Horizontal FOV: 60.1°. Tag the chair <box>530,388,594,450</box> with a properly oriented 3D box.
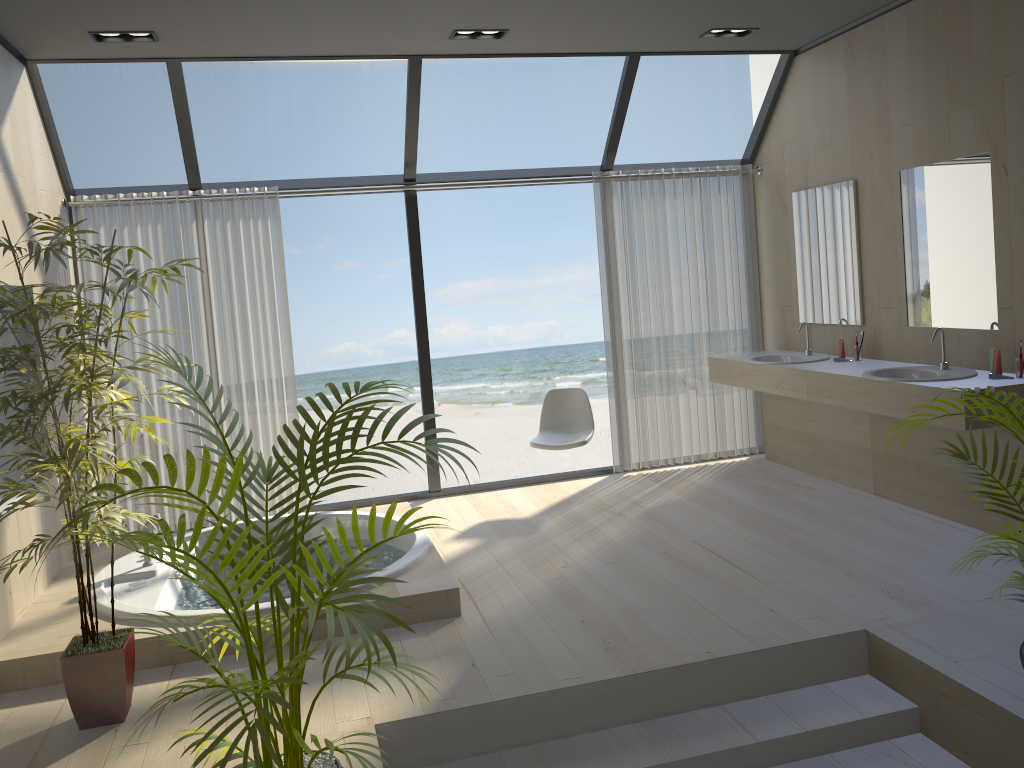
[{"bbox_3d":[0.322,0.225,5.661,0.368,0.346,0.456,-3,5,15],"label":"chair"}]

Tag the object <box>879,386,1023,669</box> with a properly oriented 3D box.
[{"bbox_3d":[1.579,0.393,2.615,0.915,1.153,0.754,-3,4,20],"label":"object"}]

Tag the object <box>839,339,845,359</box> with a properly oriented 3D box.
[{"bbox_3d":[1.985,-0.205,5.330,0.039,0.134,0.039,-2,4,35],"label":"object"}]

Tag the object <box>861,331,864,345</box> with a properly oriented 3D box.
[{"bbox_3d":[2.066,-0.226,5.251,0.054,0.174,0.012,-4,3,11],"label":"object"}]

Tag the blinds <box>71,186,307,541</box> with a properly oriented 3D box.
[{"bbox_3d":[-1.951,-0.143,5.431,1.184,2.063,0.084,-5,3,-14],"label":"blinds"}]

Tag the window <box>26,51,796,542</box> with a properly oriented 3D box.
[{"bbox_3d":[-0.349,-0.632,5.623,4.566,2.804,0.747,-6,4,-14],"label":"window"}]

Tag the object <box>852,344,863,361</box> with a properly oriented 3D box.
[{"bbox_3d":[2.054,-0.185,5.256,0.058,0.100,0.058,-5,4,-7],"label":"object"}]

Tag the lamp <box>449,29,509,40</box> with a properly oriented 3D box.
[{"bbox_3d":[-0.184,-1.952,4.812,0.301,0.111,0.164,-6,6,-14],"label":"lamp"}]

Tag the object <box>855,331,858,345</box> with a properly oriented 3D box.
[{"bbox_3d":[2.038,-0.223,5.227,0.012,0.177,0.050,-3,4,25],"label":"object"}]

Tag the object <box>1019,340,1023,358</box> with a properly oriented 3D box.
[{"bbox_3d":[2.335,-0.112,4.059,0.012,0.177,0.050,-3,4,25],"label":"object"}]

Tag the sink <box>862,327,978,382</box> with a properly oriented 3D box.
[{"bbox_3d":[2.042,-0.064,4.455,0.504,0.418,0.576,-5,5,-10],"label":"sink"}]

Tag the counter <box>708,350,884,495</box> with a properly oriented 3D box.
[{"bbox_3d":[1.814,0.229,5.690,0.551,0.788,1.209,-5,6,-14],"label":"counter"}]

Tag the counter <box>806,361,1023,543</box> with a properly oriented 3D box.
[{"bbox_3d":[2.111,0.339,4.522,0.551,0.788,1.209,-5,6,-14],"label":"counter"}]

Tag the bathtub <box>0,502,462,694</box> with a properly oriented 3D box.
[{"bbox_3d":[-1.300,0.950,4.332,1.823,0.696,1.652,-6,6,-14],"label":"bathtub"}]

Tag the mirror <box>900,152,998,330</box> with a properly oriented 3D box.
[{"bbox_3d":[2.274,-0.723,4.615,0.023,0.865,0.655,-5,4,-14],"label":"mirror"}]

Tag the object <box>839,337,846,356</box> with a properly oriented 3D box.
[{"bbox_3d":[2.026,-0.220,5.436,0.039,0.134,0.039,-2,4,35],"label":"object"}]

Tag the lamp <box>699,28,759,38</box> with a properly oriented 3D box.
[{"bbox_3d":[1.266,-2.105,5.176,0.301,0.111,0.164,-6,6,-14],"label":"lamp"}]

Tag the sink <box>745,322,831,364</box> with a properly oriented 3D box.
[{"bbox_3d":[1.745,-0.175,5.623,0.504,0.418,0.576,-5,5,-10],"label":"sink"}]

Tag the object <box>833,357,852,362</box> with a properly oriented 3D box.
[{"bbox_3d":[1.963,-0.146,5.257,0.104,0.029,0.033,-1,6,26],"label":"object"}]

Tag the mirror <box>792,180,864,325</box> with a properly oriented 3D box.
[{"bbox_3d":[1.992,-0.815,5.612,0.023,0.865,0.655,-5,4,-14],"label":"mirror"}]

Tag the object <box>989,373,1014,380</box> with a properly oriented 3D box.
[{"bbox_3d":[2.260,-0.035,4.088,0.104,0.029,0.033,-1,6,26],"label":"object"}]

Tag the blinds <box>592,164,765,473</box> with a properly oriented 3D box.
[{"bbox_3d":[1.194,-0.475,6.221,1.184,2.063,0.084,-5,3,-14],"label":"blinds"}]

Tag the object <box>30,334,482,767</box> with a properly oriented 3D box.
[{"bbox_3d":[-0.532,0.517,2.172,1.068,1.341,0.874,-7,5,-25],"label":"object"}]

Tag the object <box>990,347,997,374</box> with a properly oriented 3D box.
[{"bbox_3d":[2.323,-0.110,4.267,0.039,0.134,0.039,-3,4,27],"label":"object"}]

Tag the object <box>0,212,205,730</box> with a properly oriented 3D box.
[{"bbox_3d":[-1.541,0.297,3.025,0.786,1.750,0.939,-4,4,11],"label":"object"}]

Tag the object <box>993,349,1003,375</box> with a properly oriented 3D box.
[{"bbox_3d":[2.282,-0.094,4.162,0.039,0.134,0.039,-3,4,27],"label":"object"}]

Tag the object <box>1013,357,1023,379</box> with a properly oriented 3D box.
[{"bbox_3d":[2.351,-0.074,4.088,0.058,0.100,0.059,-5,4,-4],"label":"object"}]

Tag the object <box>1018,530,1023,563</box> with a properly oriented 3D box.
[{"bbox_3d":[2.405,0.412,3.836,0.408,0.746,0.274,-6,4,-26],"label":"object"}]

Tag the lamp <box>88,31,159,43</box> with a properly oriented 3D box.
[{"bbox_3d":[-1.922,-1.768,4.376,0.301,0.111,0.164,-6,6,-14],"label":"lamp"}]
